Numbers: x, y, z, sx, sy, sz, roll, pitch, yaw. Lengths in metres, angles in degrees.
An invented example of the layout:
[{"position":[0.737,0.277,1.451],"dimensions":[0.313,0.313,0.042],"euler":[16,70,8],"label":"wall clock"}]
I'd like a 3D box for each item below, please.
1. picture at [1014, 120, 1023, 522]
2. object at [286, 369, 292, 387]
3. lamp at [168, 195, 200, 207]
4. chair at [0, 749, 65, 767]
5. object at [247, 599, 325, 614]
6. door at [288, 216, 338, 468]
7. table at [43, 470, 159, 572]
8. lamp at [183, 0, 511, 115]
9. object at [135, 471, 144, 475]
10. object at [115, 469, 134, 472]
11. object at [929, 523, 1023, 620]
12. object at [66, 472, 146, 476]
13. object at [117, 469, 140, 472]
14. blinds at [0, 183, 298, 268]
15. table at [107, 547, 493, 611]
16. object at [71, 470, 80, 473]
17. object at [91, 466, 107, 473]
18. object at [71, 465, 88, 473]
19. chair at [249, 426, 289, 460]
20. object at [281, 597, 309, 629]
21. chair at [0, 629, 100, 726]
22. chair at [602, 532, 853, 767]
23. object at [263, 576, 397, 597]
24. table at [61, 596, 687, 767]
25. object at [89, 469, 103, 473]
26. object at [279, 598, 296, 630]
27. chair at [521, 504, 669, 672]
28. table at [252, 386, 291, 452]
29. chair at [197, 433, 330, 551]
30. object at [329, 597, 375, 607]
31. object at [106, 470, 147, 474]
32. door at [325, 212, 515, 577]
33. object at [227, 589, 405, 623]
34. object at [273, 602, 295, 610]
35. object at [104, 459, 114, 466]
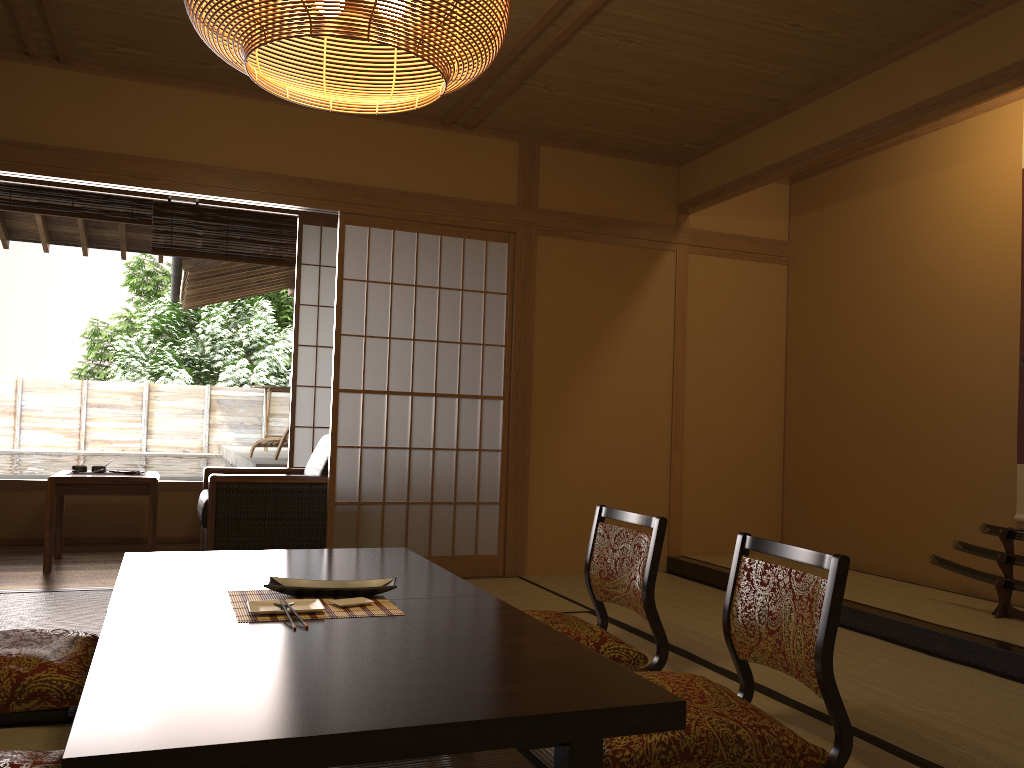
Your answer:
[{"position":[2.467,-0.385,3.810],"dimensions":[0.034,2.011,0.648],"euler":[3,-2,-20],"label":"picture"},{"position":[-2.504,-0.074,10.180],"dimensions":[0.176,0.239,0.176],"euler":[0,-3,37],"label":"object"},{"position":[-1.880,-1.388,5.116],"dimensions":[0.330,0.681,0.330],"euler":[3,-2,-21],"label":"lamp"},{"position":[-1.124,0.595,1.521],"dimensions":[0.699,0.546,0.583],"euler":[3,-3,-22],"label":"chair"},{"position":[-0.562,0.555,2.201],"dimensions":[0.180,0.014,0.130],"euler":[3,-3,-19],"label":"object"},{"position":[-1.075,-0.225,6.400],"dimensions":[0.992,1.872,0.040],"euler":[3,-2,-21],"label":"door"},{"position":[-2.281,0.754,4.972],"dimensions":[0.540,0.500,0.540],"euler":[3,-3,-21],"label":"table"},{"position":[-0.394,-1.167,2.213],"dimensions":[0.798,0.825,0.799],"euler":[2,-2,3],"label":"lamp"},{"position":[-2.090,0.499,4.965],"dimensions":[0.050,0.018,0.015],"euler":[4,-3,-35],"label":"object"},{"position":[-2.193,0.489,5.017],"dimensions":[0.230,0.007,0.006],"euler":[-1,-3,43],"label":"object"},{"position":[2.151,0.794,3.681],"dimensions":[0.104,0.398,1.021],"euler":[3,-3,-21],"label":"object"},{"position":[-2.272,0.503,4.980],"dimensions":[0.401,0.003,0.300],"euler":[3,-3,-21],"label":"object"},{"position":[-2.185,0.490,5.039],"dimensions":[0.230,0.007,0.006],"euler":[0,-3,34],"label":"object"},{"position":[-2.413,-1.165,5.960],"dimensions":[1.933,0.594,0.048],"euler":[3,-2,-21],"label":"blinds"},{"position":[-0.701,0.767,2.777],"dimensions":[0.995,0.356,0.995],"euler":[3,-3,-21],"label":"table"},{"position":[-2.417,0.485,4.908],"dimensions":[0.050,0.018,0.015],"euler":[1,-2,21],"label":"object"},{"position":[-2.347,0.484,5.040],"dimensions":[0.084,0.037,0.084],"euler":[3,-3,-29],"label":"object"},{"position":[-2.439,0.479,5.002],"dimensions":[0.084,0.037,0.084],"euler":[2,-3,7],"label":"object"},{"position":[-1.765,0.268,8.004],"dimensions":[1.226,0.851,0.678],"euler":[-1,-3,44],"label":"chair"},{"position":[-0.524,0.547,2.126],"dimensions":[0.006,0.030,0.229],"euler":[3,-3,-29],"label":"object"},{"position":[-1.524,0.633,2.532],"dimensions":[0.687,0.546,0.583],"euler":[3,-2,-17],"label":"chair"},{"position":[0.446,0.687,2.318],"dimensions":[0.687,0.546,0.583],"euler":[3,-2,-17],"label":"chair"},{"position":[-0.491,0.556,2.419],"dimensions":[0.349,0.039,0.129],"euler":[2,-3,-8],"label":"object"},{"position":[-0.339,0.733,1.850],"dimensions":[0.995,0.356,0.995],"euler":[3,-3,-21],"label":"table"},{"position":[-2.339,0.484,4.921],"dimensions":[0.130,0.026,0.038],"euler":[4,-3,-37],"label":"object"},{"position":[-0.538,0.547,2.117],"dimensions":[0.006,0.030,0.229],"euler":[3,-3,-24],"label":"object"},{"position":[0.133,0.717,3.111],"dimensions":[0.699,0.546,0.583],"euler":[3,-3,-22],"label":"chair"},{"position":[-2.628,0.404,10.101],"dimensions":[0.669,0.731,0.670],"euler":[3,-2,-18],"label":"table"},{"position":[-1.371,0.664,5.287],"dimensions":[0.944,0.779,0.873],"euler":[3,-3,-21],"label":"chair"},{"position":[-0.415,0.568,2.297],"dimensions":[0.099,0.012,0.067],"euler":[4,-4,-38],"label":"object"},{"position":[-2.186,0.500,5.033],"dimensions":[0.181,0.015,0.131],"euler":[1,-3,24],"label":"object"},{"position":[-0.485,0.086,4.838],"dimensions":[0.992,1.933,0.040],"euler":[3,-2,-21],"label":"door"},{"position":[-0.523,0.571,2.318],"dimensions":[0.401,0.003,0.398],"euler":[3,-3,-21],"label":"object"},{"position":[-0.563,0.549,2.186],"dimensions":[0.050,0.018,0.015],"euler":[3,-3,-24],"label":"object"},{"position":[-2.332,0.463,5.062],"dimensions":[0.038,0.068,0.117],"euler":[1,-3,34],"label":"object"}]
